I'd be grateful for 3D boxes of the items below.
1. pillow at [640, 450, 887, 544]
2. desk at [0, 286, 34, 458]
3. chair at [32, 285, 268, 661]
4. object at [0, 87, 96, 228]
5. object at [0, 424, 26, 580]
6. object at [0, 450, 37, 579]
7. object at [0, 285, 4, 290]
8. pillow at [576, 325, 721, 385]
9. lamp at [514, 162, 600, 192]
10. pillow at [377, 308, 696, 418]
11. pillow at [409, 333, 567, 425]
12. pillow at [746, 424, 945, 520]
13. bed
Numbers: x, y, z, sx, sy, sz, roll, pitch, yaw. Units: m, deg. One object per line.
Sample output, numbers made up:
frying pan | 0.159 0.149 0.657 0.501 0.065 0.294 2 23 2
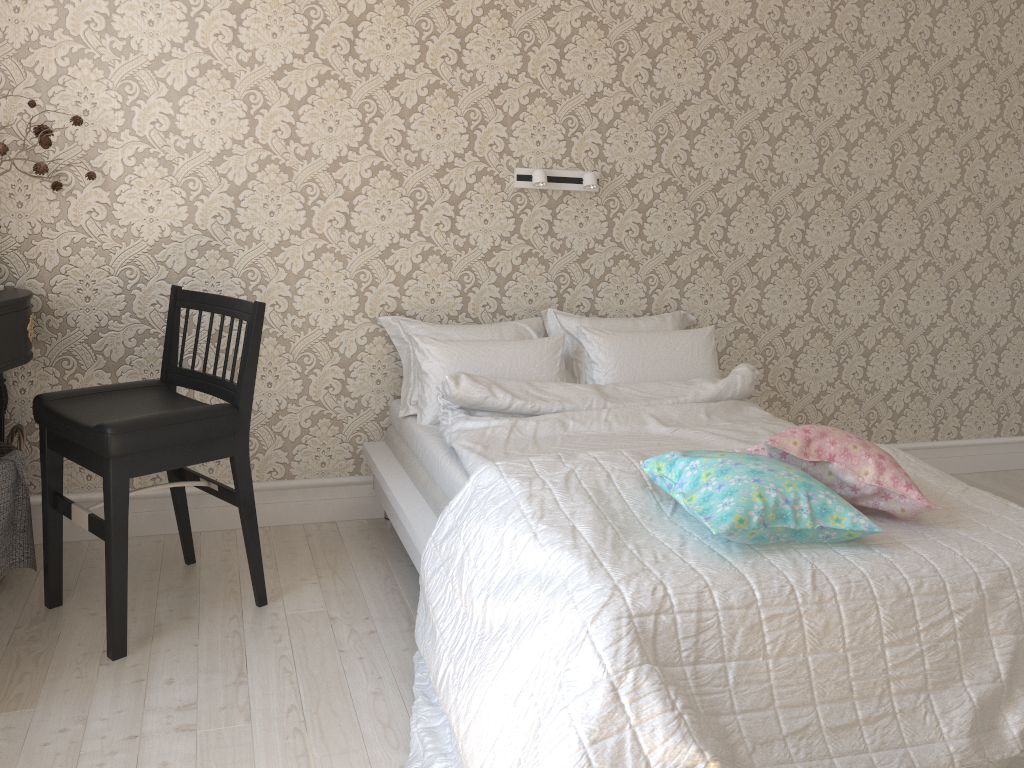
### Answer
pillow | 0.512 0.240 1.859 0.381 0.167 0.368 0 11 -14
desk | -1.493 0.225 2.186 0.436 0.813 1.121 0 10 -19
chair | -0.965 0.190 2.378 0.460 0.852 0.460 9 10 40
object | -1.461 -0.536 2.502 0.320 0.592 0.545 9 11 41
object | -1.604 0.353 2.487 0.394 0.427 0.398 5 9 12
object | -1.562 0.370 2.475 0.350 0.351 0.293 6 9 20
object | -1.548 -0.339 2.582 0.105 0.129 0.106 5 9 16
pillow | 0.503 -0.048 3.141 0.564 0.305 0.204 -1 9 -19
lamp | 0.179 -0.747 3.183 0.324 0.092 0.117 -1 11 -19
pillow | 0.167 -0.079 3.151 1.253 0.351 0.315 -1 10 -19
pillow | -0.062 -0.010 2.945 0.561 0.300 0.207 -1 9 -19
pillow | 0.745 0.193 2.031 0.394 0.200 0.358 5 11 13
bed | 0.428 0.370 2.362 1.952 0.624 2.245 -1 12 -19
